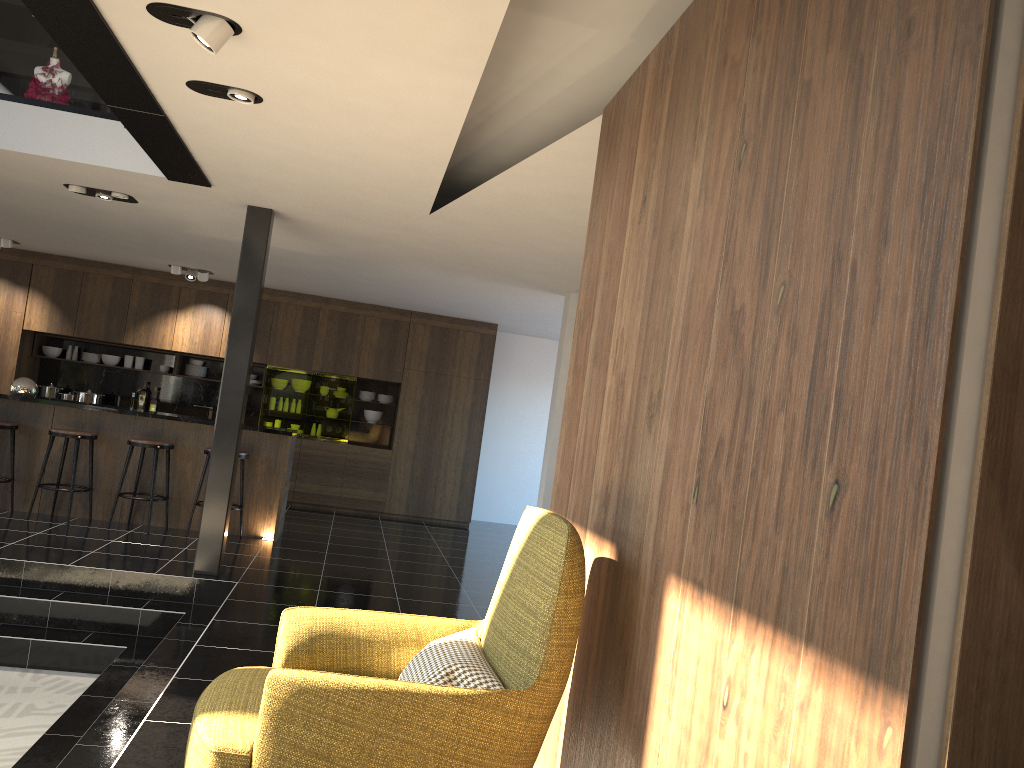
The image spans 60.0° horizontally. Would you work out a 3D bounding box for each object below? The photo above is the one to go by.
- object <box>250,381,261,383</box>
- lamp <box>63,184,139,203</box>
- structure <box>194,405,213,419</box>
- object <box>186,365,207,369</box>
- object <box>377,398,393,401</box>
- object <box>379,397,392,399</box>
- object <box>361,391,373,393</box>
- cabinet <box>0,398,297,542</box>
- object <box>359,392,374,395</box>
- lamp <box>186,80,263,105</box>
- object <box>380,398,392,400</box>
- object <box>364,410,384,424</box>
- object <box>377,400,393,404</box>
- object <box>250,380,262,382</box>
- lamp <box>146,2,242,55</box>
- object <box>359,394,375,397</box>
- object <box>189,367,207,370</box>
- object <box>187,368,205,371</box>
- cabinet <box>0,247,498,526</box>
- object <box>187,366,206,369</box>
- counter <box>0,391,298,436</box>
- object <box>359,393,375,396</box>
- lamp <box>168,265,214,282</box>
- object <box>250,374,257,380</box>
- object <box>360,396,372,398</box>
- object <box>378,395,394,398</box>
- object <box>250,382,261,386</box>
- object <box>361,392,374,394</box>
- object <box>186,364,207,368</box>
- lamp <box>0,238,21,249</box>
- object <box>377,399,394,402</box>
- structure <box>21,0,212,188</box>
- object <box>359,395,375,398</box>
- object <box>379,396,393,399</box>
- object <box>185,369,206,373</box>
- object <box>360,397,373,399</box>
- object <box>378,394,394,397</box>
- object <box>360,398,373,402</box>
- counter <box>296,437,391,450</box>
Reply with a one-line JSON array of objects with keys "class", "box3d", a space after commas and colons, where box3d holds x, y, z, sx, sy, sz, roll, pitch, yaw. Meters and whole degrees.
[{"class": "object", "box3d": [-3.514, -0.026, 11.733, 0.438, 0.039, 0.438, 6, -3, 26]}, {"class": "lamp", "box3d": [-3.130, -1.509, 6.781, 0.502, 0.194, 0.349, 8, -3, -10]}, {"class": "structure", "box3d": [-3.968, 0.403, 11.341, 0.243, 0.231, 0.173, 8, -3, -10]}, {"class": "object", "box3d": [-4.162, -0.216, 11.691, 0.268, 0.024, 0.269, 6, -3, 28]}, {"class": "object", "box3d": [-1.718, 0.226, 12.035, 0.221, 0.033, 0.220, 9, -3, -26]}, {"class": "object", "box3d": [-1.715, 0.203, 12.036, 0.221, 0.033, 0.220, 9, -3, -26]}, {"class": "object", "box3d": [-1.957, 0.122, 11.994, 0.220, 0.033, 0.220, 8, -3, 0]}, {"class": "cabinet", "box3d": [-3.921, 0.737, 8.301, 3.565, 0.993, 0.698, 8, -2, -10]}, {"class": "object", "box3d": [-1.960, 0.146, 11.994, 0.220, 0.033, 0.220, 8, -3, 0]}, {"class": "lamp", "box3d": [-1.318, -1.403, 4.096, 0.346, 0.158, 0.195, 8, -3, -10]}, {"class": "object", "box3d": [-1.717, 0.215, 12.036, 0.221, 0.033, 0.220, 9, -3, -26]}, {"class": "object", "box3d": [-1.884, 0.450, 12.013, 0.264, 0.170, 0.264, 10, -3, -35]}, {"class": "object", "box3d": [-1.721, 0.250, 12.034, 0.221, 0.033, 0.220, 9, -3, -26]}, {"class": "object", "box3d": [-3.512, -0.040, 11.734, 0.438, 0.039, 0.438, 6, -3, 26]}, {"class": "lamp", "box3d": [-1.189, -1.380, 3.330, 0.346, 0.247, 0.195, 8, -3, -10]}, {"class": "object", "box3d": [-1.963, 0.167, 11.993, 0.220, 0.033, 0.220, 8, -3, 0]}, {"class": "object", "box3d": [-4.165, -0.199, 11.690, 0.268, 0.024, 0.269, 6, -3, 28]}, {"class": "object", "box3d": [-4.167, -0.182, 11.689, 0.268, 0.024, 0.269, 6, -3, 28]}, {"class": "cabinet", "box3d": [-3.802, 0.063, 11.512, 6.895, 2.689, 0.869, 8, -2, -10]}, {"class": "object", "box3d": [-4.163, -0.209, 11.690, 0.268, 0.024, 0.269, 6, -3, 28]}, {"class": "counter", "box3d": [-3.853, 0.224, 8.320, 3.574, 0.041, 0.698, 8, -3, -10]}, {"class": "object", "box3d": [-1.961, 0.156, 11.993, 0.220, 0.033, 0.220, 8, -3, 0]}, {"class": "lamp", "box3d": [-3.788, -1.363, 10.474, 0.502, 0.280, 0.349, 8, -3, -10]}, {"class": "object", "box3d": [-3.508, -0.088, 11.737, 0.254, 0.088, 0.254, 7, -3, 16]}, {"class": "object", "box3d": [-1.966, 0.190, 11.992, 0.220, 0.033, 0.220, 8, -3, 0]}, {"class": "object", "box3d": [-1.712, 0.182, 12.037, 0.221, 0.033, 0.220, 9, -3, -26]}, {"class": "object", "box3d": [-3.515, -0.013, 11.733, 0.438, 0.039, 0.438, 6, -3, 26]}, {"class": "object", "box3d": [-1.958, 0.134, 11.994, 0.220, 0.033, 0.220, 8, -3, 0]}, {"class": "object", "box3d": [-4.161, -0.225, 11.691, 0.268, 0.024, 0.269, 6, -3, 28]}, {"class": "lamp", "box3d": [-5.894, -1.662, 10.107, 0.502, 0.294, 0.349, 8, -3, -10]}, {"class": "object", "box3d": [-1.720, 0.238, 12.035, 0.221, 0.033, 0.220, 9, -3, -26]}, {"class": "structure", "box3d": [-2.964, -0.451, 2.113, 3.448, 4.866, 7.281, 8, -3, -10]}, {"class": "object", "box3d": [-1.965, 0.179, 11.992, 0.220, 0.033, 0.220, 8, -3, 0]}, {"class": "object", "box3d": [-1.713, 0.192, 12.036, 0.221, 0.033, 0.220, 9, -3, -26]}, {"class": "object", "box3d": [-4.170, -0.162, 11.689, 0.268, 0.024, 0.269, 6, -3, 28]}, {"class": "object", "box3d": [-1.968, 0.201, 11.991, 0.220, 0.033, 0.220, 8, -3, 0]}, {"class": "object", "box3d": [-1.710, 0.170, 12.037, 0.221, 0.033, 0.220, 9, -3, -26]}, {"class": "object", "box3d": [-1.969, 0.214, 11.991, 0.220, 0.033, 0.220, 8, -3, 0]}, {"class": "counter", "box3d": [-3.865, 0.545, 11.500, 4.593, 0.005, 0.863, 8, -3, -10]}]
